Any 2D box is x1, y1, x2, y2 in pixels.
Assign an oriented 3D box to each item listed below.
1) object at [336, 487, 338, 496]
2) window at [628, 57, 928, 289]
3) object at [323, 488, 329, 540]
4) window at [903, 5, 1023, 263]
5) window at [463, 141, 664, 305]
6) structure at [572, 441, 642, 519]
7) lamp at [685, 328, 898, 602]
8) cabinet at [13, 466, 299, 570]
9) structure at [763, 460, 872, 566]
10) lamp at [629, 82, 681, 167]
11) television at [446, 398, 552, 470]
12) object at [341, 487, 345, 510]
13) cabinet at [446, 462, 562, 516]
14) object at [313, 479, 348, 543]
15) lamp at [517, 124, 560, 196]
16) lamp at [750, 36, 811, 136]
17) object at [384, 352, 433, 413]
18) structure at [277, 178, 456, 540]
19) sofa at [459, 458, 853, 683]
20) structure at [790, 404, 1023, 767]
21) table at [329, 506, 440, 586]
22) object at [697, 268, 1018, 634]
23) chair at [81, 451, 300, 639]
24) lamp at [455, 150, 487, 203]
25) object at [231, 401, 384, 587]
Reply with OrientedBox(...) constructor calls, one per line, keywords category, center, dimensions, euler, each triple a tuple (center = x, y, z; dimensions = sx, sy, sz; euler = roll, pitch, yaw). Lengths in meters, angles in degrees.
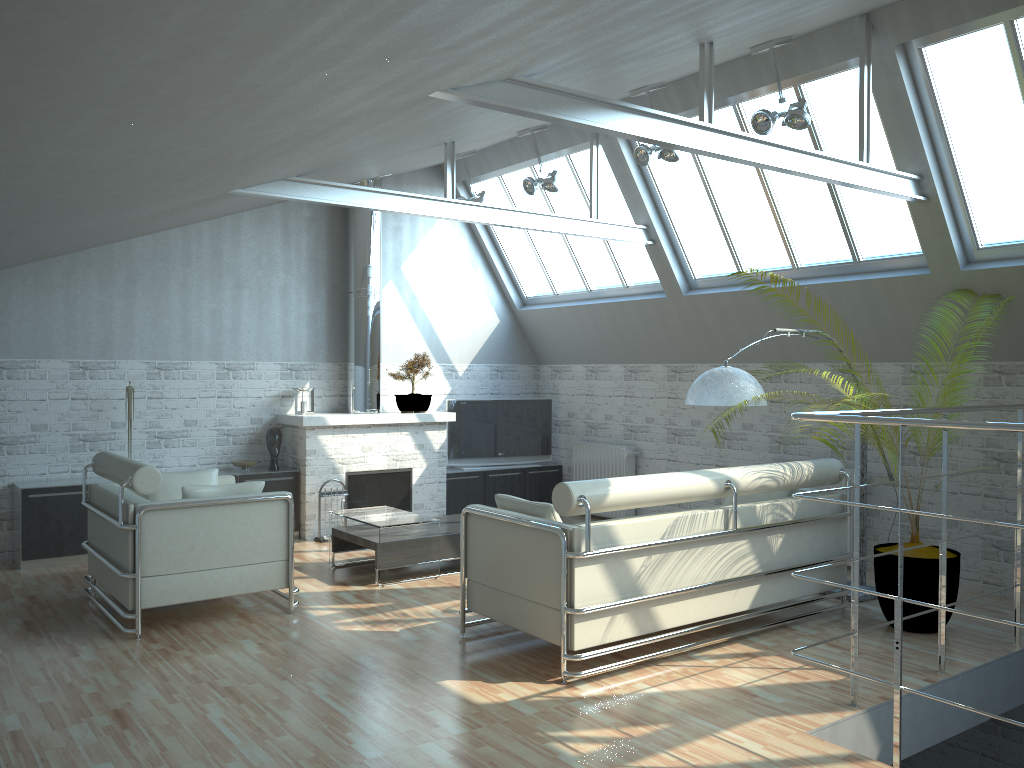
OrientedBox(category="object", center=(-3.230, 2.337, 16.382), dimensions=(0.025, 0.855, 0.025), euler=(0, 1, -14))
OrientedBox(category="window", center=(4.047, -3.101, 13.981), dimensions=(1.897, 2.787, 4.651), euler=(0, 1, -36))
OrientedBox(category="object", center=(-3.389, 2.369, 16.192), dimensions=(0.131, 0.916, 0.146), euler=(0, 1, -36))
OrientedBox(category="window", center=(7.047, -3.032, 9.883), dimensions=(1.897, 2.787, 4.651), euler=(0, 1, -36))
OrientedBox(category="window", center=(1.046, -3.169, 18.080), dimensions=(1.897, 2.787, 4.651), euler=(0, 1, -36))
OrientedBox(category="structure", center=(1.977, 2.037, 18.841), dimensions=(0.508, 1.524, 1.892), euler=(0, 1, -36))
OrientedBox(category="lamp", center=(4.274, 1.116, 12.196), dimensions=(4.621, 3.709, 1.015), euler=(0, 1, -30))
OrientedBox(category="cabinet", center=(-6.074, 2.248, 15.528), dimensions=(4.572, 1.270, 0.914), euler=(0, 1, -36))
OrientedBox(category="structure", center=(5.011, 2.107, 14.698), dimensions=(0.508, 1.524, 1.892), euler=(0, 1, -36))
OrientedBox(category="lamp", center=(2.097, -3.898, 13.276), dimensions=(0.618, 1.172, 0.808), euler=(0, 1, -32))
OrientedBox(category="television", center=(-0.301, 1.084, 19.670), dimensions=(2.577, 1.514, 0.592), euler=(0, 1, -26))
OrientedBox(category="object", center=(-3.139, 2.345, 16.449), dimensions=(0.026, 0.873, 0.155), euler=(0, 1, -35))
OrientedBox(category="cabinet", center=(-0.418, 2.349, 19.686), dimensions=(3.234, 1.016, 0.908), euler=(0, 1, -36))
OrientedBox(category="object", center=(-3.318, 2.321, 16.423), dimensions=(0.584, 1.124, 0.412), euler=(0, 1, -36))
OrientedBox(category="lamp", center=(0.428, -3.936, 15.556), dimensions=(0.619, 1.172, 0.808), euler=(0, 1, -32))
OrientedBox(category="lamp", center=(3.414, -3.868, 11.478), dimensions=(0.619, 1.172, 0.808), euler=(0, 1, -32))
OrientedBox(category="object", center=(-2.086, -0.049, 18.022), dimensions=(1.115, 1.265, 0.572), euler=(0, 1, -32))
OrientedBox(category="structure", center=(-2.858, -0.716, 17.647), dimensions=(3.302, 7.180, 1.309), euler=(0, 1, -36))
OrientedBox(category="sofa", center=(1.923, 1.983, 11.067), dimensions=(4.866, 1.999, 2.199), euler=(0, 1, -36))
OrientedBox(category="structure", center=(6.542, 1.661, 7.460), dimensions=(6.483, 2.781, 5.366), euler=(0, 1, -36))
OrientedBox(category="table", center=(-2.003, 2.471, 13.769), dimensions=(1.015, 0.867, 1.726), euler=(0, 1, -36))
OrientedBox(category="object", center=(4.223, 0.799, 11.161), dimensions=(3.777, 4.386, 5.015), euler=(1, 1, 29))
OrientedBox(category="chair", center=(-4.321, 1.939, 11.820), dimensions=(2.201, 2.001, 2.507), euler=(0, 1, -36))
OrientedBox(category="lamp", center=(-0.878, -3.966, 17.339), dimensions=(0.619, 1.172, 0.808), euler=(0, 1, -32))
OrientedBox(category="object", center=(-3.179, 1.627, 14.838), dimensions=(1.528, 2.558, 4.859), euler=(0, 1, -37))
